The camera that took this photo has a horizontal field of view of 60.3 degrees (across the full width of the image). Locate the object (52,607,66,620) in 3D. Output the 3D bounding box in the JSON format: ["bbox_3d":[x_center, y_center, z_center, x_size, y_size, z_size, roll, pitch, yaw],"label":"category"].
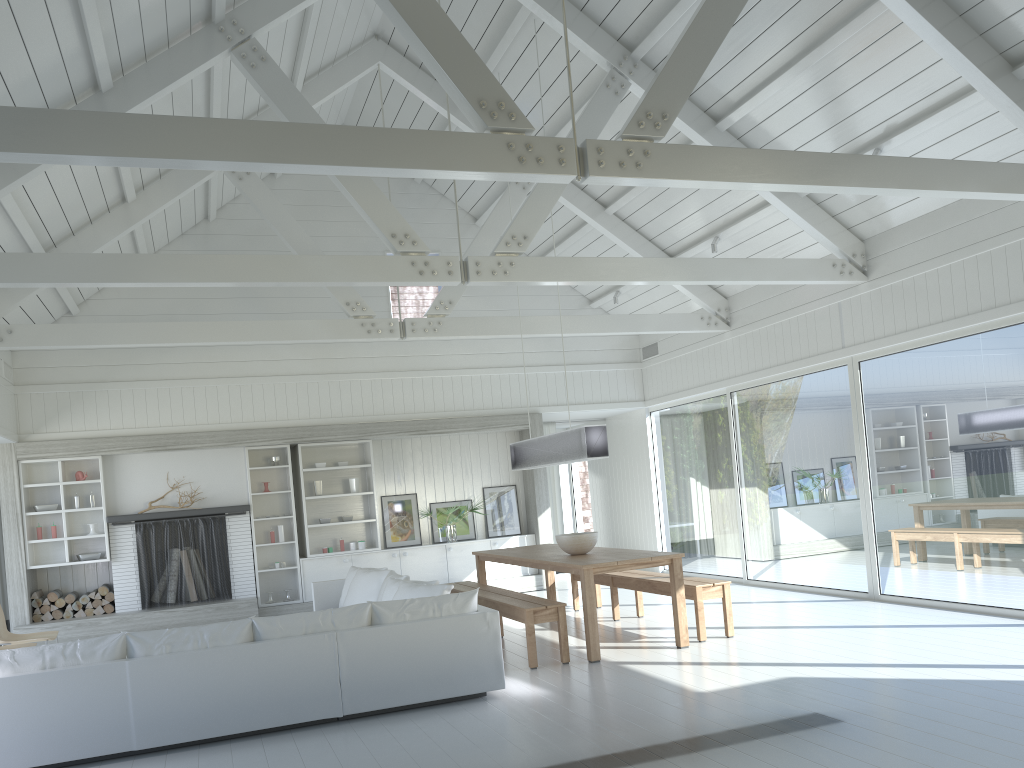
[{"bbox_3d":[-5.340,2.702,10.415,0.110,0.110,0.498,-3,-7,-21],"label":"object"}]

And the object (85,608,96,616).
[{"bbox_3d":[-5.023,2.710,10.534,0.108,0.106,0.518,-3,-7,-21],"label":"object"}]

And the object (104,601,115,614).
[{"bbox_3d":[-4.830,2.680,10.596,0.110,0.110,0.498,-3,-7,-21],"label":"object"}]

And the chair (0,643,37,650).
[{"bbox_3d":[-4.134,2.195,7.026,0.553,0.779,0.599,-4,-3,-20],"label":"chair"}]

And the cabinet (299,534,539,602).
[{"bbox_3d":[-1.244,2.449,11.888,3.174,0.550,0.658,-3,-5,-20],"label":"cabinet"}]

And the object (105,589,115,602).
[{"bbox_3d":[-4.821,2.544,10.604,0.109,0.109,0.498,-3,-7,-21],"label":"object"}]

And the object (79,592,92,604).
[{"bbox_3d":[-5.076,2.553,10.514,0.109,0.109,0.498,-3,-7,-21],"label":"object"}]

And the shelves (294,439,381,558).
[{"bbox_3d":[-2.302,1.500,11.581,0.936,1.441,0.608,-4,-2,-20],"label":"shelves"}]

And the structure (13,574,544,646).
[{"bbox_3d":[-2.804,2.862,11.645,6.334,0.345,1.896,-3,-7,-20],"label":"structure"}]

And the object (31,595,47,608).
[{"bbox_3d":[-5.544,2.552,10.349,0.109,0.109,0.498,-3,-7,-21],"label":"object"}]

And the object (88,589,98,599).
[{"bbox_3d":[-5.000,2.509,10.529,0.086,0.091,0.482,-4,-7,-21],"label":"object"}]

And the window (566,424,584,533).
[{"bbox_3d":[1.233,1.927,15.257,0.037,2.424,0.950,-5,-2,-20],"label":"window"}]

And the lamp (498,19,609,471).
[{"bbox_3d":[0.224,-1.349,8.311,0.200,4.235,1.916,-5,-2,-20],"label":"lamp"}]

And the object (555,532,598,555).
[{"bbox_3d":[0.590,1.439,7.925,0.388,0.185,0.393,-2,-7,-28],"label":"object"}]

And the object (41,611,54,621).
[{"bbox_3d":[-5.441,2.724,10.395,0.134,0.146,0.552,-4,-7,-20],"label":"object"}]

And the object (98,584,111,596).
[{"bbox_3d":[-4.887,2.468,10.585,0.110,0.110,0.498,-3,-7,-21],"label":"object"}]

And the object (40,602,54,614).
[{"bbox_3d":[-5.458,2.632,10.376,0.109,0.109,0.498,-3,-7,-21],"label":"object"}]

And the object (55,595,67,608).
[{"bbox_3d":[-5.317,2.571,10.428,0.109,0.109,0.498,-3,-7,-21],"label":"object"}]

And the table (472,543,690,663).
[{"bbox_3d":[0.510,1.972,8.326,0.904,0.760,2.970,-3,-7,-20],"label":"table"}]

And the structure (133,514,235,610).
[{"bbox_3d":[-3.933,2.134,10.582,1.095,1.061,0.117,-4,-1,-20],"label":"structure"}]

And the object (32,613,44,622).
[{"bbox_3d":[-5.534,2.732,10.353,0.108,0.106,0.518,-3,-7,-21],"label":"object"}]

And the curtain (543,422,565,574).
[{"bbox_3d":[0.321,1.774,13.554,1.003,2.366,0.117,-4,-1,-19],"label":"curtain"}]

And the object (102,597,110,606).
[{"bbox_3d":[-4.859,2.597,10.582,0.080,0.079,0.481,-3,-7,-21],"label":"object"}]

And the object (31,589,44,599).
[{"bbox_3d":[-5.564,2.461,10.332,0.080,0.080,0.481,-3,-7,-21],"label":"object"}]

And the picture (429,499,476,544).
[{"bbox_3d":[-0.808,1.880,12.061,0.607,0.552,0.054,-4,-1,-20],"label":"picture"}]

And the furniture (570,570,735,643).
[{"bbox_3d":[1.252,2.085,8.577,0.339,0.470,2.700,-4,-7,-20],"label":"furniture"}]

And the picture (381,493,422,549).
[{"bbox_3d":[-1.481,1.833,11.815,0.493,0.702,0.066,-4,-1,-20],"label":"picture"}]

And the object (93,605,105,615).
[{"bbox_3d":[-4.931,2.701,10.576,0.134,0.146,0.552,-4,-7,-20],"label":"object"}]

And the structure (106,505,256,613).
[{"bbox_3d":[-4.050,2.208,10.917,1.612,1.284,0.864,-3,-3,-20],"label":"structure"}]

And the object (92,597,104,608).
[{"bbox_3d":[-4.947,2.610,10.557,0.109,0.109,0.498,-3,-7,-21],"label":"object"}]

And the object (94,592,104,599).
[{"bbox_3d":[-4.939,2.517,10.550,0.080,0.080,0.481,-3,-7,-21],"label":"object"}]

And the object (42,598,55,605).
[{"bbox_3d":[-5.450,2.540,10.369,0.080,0.080,0.481,-3,-7,-21],"label":"object"}]

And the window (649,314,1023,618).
[{"bbox_3d":[3.866,0.770,7.667,0.080,2.412,11.010,-5,-6,-20],"label":"window"}]

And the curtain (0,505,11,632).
[{"bbox_3d":[-6.634,2.060,10.938,0.628,2.366,0.117,-5,-1,-20],"label":"curtain"}]

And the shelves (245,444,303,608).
[{"bbox_3d":[-3.070,1.810,11.297,0.539,1.997,0.608,-5,-1,-20],"label":"shelves"}]

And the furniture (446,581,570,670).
[{"bbox_3d":[-0.156,2.147,8.078,0.339,0.470,2.700,-4,-7,-20],"label":"furniture"}]

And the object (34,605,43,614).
[{"bbox_3d":[-5.534,2.638,10.335,0.080,0.080,0.481,-3,-7,-21],"label":"object"}]

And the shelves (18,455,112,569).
[{"bbox_3d":[-5.242,1.508,10.407,0.863,1.237,0.552,-4,-2,-20],"label":"shelves"}]

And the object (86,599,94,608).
[{"bbox_3d":[-5.023,2.616,10.516,0.080,0.080,0.481,-3,-7,-21],"label":"object"}]

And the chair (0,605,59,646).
[{"bbox_3d":[-4.340,2.305,7.781,0.553,0.779,0.599,-4,-3,-20],"label":"chair"}]

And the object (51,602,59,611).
[{"bbox_3d":[-5.369,2.619,10.401,0.080,0.079,0.481,-3,-7,-21],"label":"object"}]

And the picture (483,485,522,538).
[{"bbox_3d":[-0.137,1.774,12.291,0.493,0.702,0.066,-4,-1,-20],"label":"picture"}]
